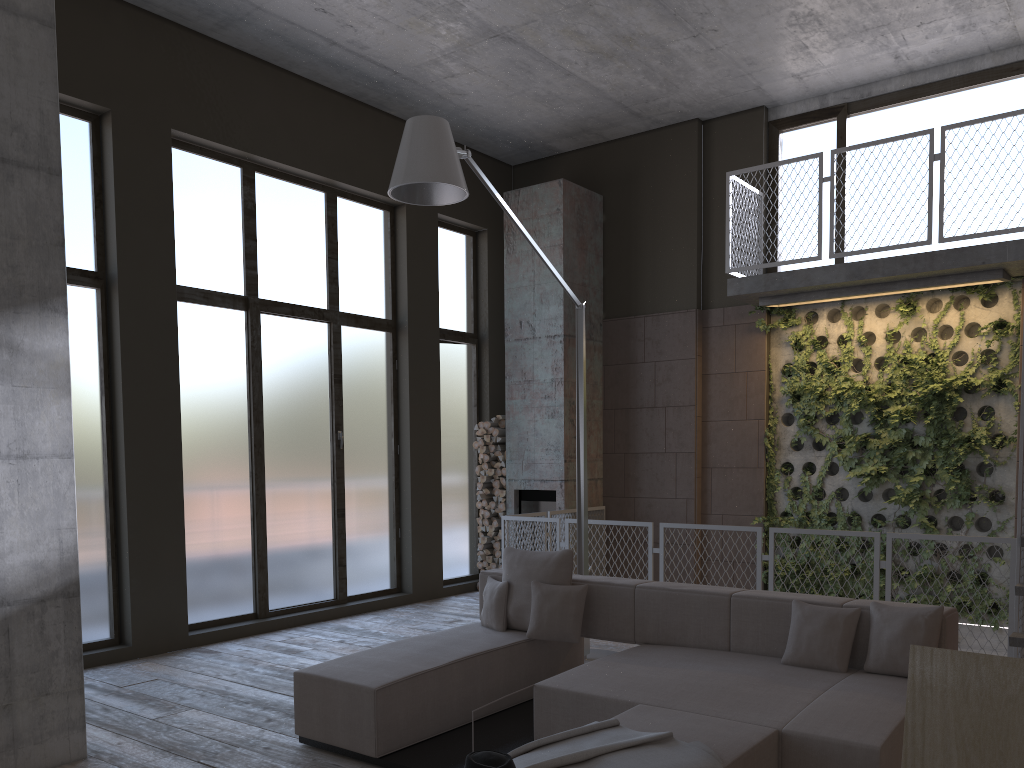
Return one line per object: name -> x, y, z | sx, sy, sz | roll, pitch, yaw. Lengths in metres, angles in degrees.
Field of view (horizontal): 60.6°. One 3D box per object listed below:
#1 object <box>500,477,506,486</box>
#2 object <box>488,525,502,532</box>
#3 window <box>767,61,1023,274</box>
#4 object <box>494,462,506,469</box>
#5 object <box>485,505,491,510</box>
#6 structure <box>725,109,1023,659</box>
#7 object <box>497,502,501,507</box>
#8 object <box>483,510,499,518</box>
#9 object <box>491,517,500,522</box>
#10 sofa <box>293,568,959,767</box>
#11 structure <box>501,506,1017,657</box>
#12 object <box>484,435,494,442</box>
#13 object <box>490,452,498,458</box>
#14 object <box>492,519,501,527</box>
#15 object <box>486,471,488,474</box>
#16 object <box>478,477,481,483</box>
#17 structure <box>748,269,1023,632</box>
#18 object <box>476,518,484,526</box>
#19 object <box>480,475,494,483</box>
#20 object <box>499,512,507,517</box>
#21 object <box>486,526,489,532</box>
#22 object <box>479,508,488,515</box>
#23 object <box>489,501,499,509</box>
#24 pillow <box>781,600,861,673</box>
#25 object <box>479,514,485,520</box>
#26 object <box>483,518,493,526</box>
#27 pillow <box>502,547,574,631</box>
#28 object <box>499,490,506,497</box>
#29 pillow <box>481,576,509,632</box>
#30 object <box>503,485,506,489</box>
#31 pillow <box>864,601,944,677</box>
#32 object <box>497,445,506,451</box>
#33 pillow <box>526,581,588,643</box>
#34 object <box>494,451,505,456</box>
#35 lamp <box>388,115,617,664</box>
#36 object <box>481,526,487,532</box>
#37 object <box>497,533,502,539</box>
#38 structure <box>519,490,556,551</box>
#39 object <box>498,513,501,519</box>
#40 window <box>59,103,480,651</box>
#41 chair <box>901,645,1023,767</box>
object -> 0.000, 1.137, 10.217 | 0.088, 0.109, 0.365 | 0, -3, 37
object -> -0.094, 1.696, 10.373 | 0.093, 0.084, 0.479 | -1, -4, 36
window -> 4.095, -1.908, 8.025 | 3.568, 1.758, 0.109 | -3, 2, 37
object -> -0.033, 0.959, 10.301 | 0.115, 0.080, 0.435 | -2, -4, 36
object -> -0.185, 1.453, 10.379 | 0.089, 0.057, 0.332 | -2, -5, 36
structure -> 3.301, 0.046, 7.039 | 3.682, 4.338, 3.027 | 0, 1, 37
object -> -0.023, 1.406, 10.314 | 0.067, 0.071, 0.423 | -1, -4, 36
object -> -0.208, 1.527, 10.363 | 0.098, 0.107, 0.294 | -1, -3, 38
object -> -0.102, 1.614, 10.415 | 0.101, 0.087, 0.362 | -1, -4, 36
sofa -> 0.247, 1.544, 4.334 | 3.000, 0.788, 3.009 | -4, -5, 37
structure -> 2.241, 1.698, 8.064 | 4.431, 0.938, 1.925 | -4, -4, 37
object -> -0.144, 0.642, 10.295 | 0.094, 0.083, 0.479 | -1, -4, 36
object -> -0.127, 0.829, 10.320 | 0.064, 0.074, 0.359 | 0, -3, 36
object -> -0.054, 1.626, 10.314 | 0.091, 0.090, 0.455 | -1, -4, 38
object -> -0.124, 1.041, 10.323 | 0.115, 0.080, 0.435 | -2, -4, 36
object -> -0.250, 1.131, 10.397 | 0.067, 0.067, 0.422 | -1, -4, 36
structure -> 3.513, 0.720, 8.322 | 2.625, 3.842, 1.000 | 0, 3, 37
object -> -0.278, 1.641, 10.464 | 0.088, 0.109, 0.365 | 0, -3, 37
object -> -0.191, 1.117, 10.349 | 0.093, 0.084, 0.479 | -1, -4, 36
object -> -0.007, 1.536, 10.292 | 0.066, 0.085, 0.425 | 0, -3, 35
object -> -0.153, 1.710, 10.421 | 0.067, 0.067, 0.422 | -1, -4, 36
object -> -0.256, 1.525, 10.455 | 0.101, 0.103, 0.292 | -1, -3, 38
object -> -0.097, 1.418, 10.334 | 0.091, 0.089, 0.455 | -1, -4, 35
pillow -> 1.626, 1.337, 4.619 | 0.370, 0.361, 0.186 | -1, 1, 37
object -> -0.292, 1.568, 10.380 | 0.045, 0.073, 0.251 | 1, -3, 36
object -> -0.180, 1.633, 10.443 | 0.092, 0.094, 0.437 | -1, -4, 36
pillow -> 0.140, 1.344, 5.721 | 0.563, 0.560, 0.220 | -1, 2, 39
object -> 0.033, 1.272, 10.245 | 0.093, 0.084, 0.479 | -1, -4, 36
pillow -> -0.112, 1.487, 5.882 | 0.151, 0.378, 0.368 | -2, 0, -20
object -> 0.025, 1.190, 10.288 | 0.101, 0.087, 0.362 | -1, -4, 36
pillow -> 1.952, 1.279, 4.395 | 0.362, 0.368, 0.187 | -1, 1, 42
object -> -0.029, 0.745, 10.269 | 0.067, 0.071, 0.423 | -1, -4, 36
pillow -> 0.284, 1.426, 5.489 | 0.376, 0.374, 0.168 | -1, 2, 11
object -> -0.049, 0.810, 10.255 | 0.122, 0.068, 0.363 | -3, -5, 38
lamp -> 0.150, 0.360, 5.848 | 0.755, 3.442, 2.619 | 1, 1, 25
object -> -0.218, 1.713, 10.469 | 0.067, 0.067, 0.422 | -1, -4, 36
object -> 0.002, 1.766, 10.329 | 0.091, 0.089, 0.455 | -1, -4, 36
structure -> 0.327, 1.654, 9.906 | 0.575, 0.933, 0.056 | 1, 4, 37
object -> -0.036, 1.555, 10.403 | 0.104, 0.103, 0.292 | -1, -3, 36
window -> -3.154, 0.009, 6.917 | 0.209, 4.184, 9.199 | 2, -1, 36
chair -> 0.760, 1.127, 1.538 | 0.348, 1.201, 0.719 | 2, 3, 41
